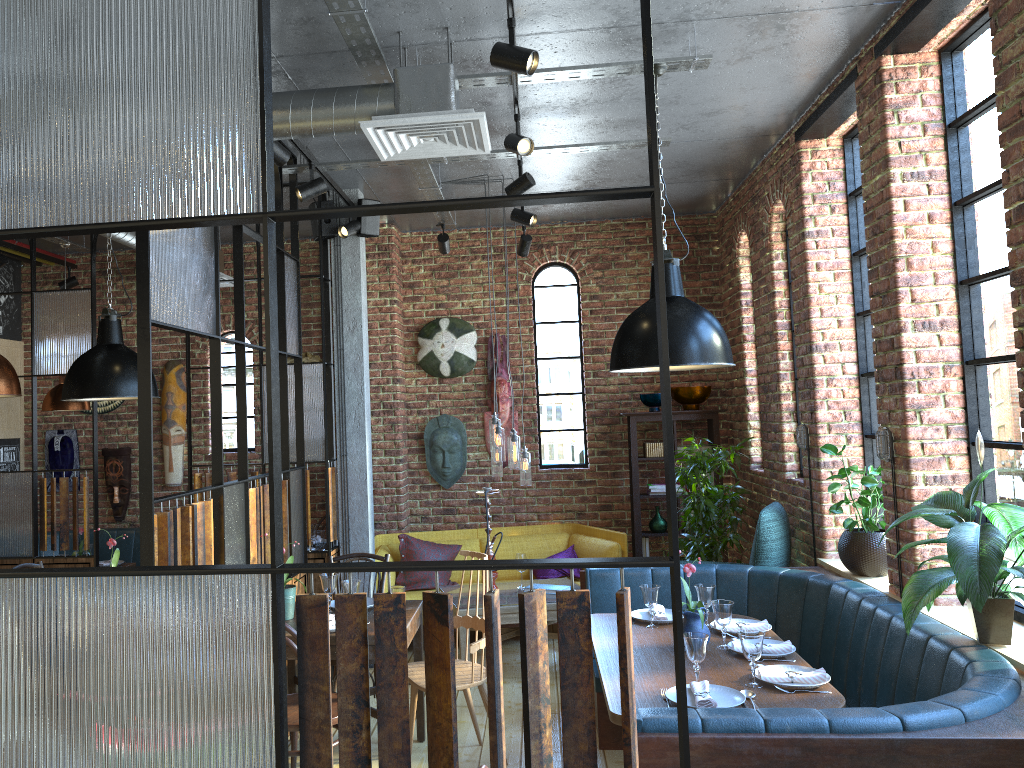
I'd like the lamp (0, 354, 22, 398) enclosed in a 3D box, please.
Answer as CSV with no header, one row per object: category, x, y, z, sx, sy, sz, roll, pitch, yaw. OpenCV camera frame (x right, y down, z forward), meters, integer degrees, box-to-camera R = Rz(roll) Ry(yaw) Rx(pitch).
lamp,-2.312,-0.610,3.789,0.356,1.337,0.380,-1,-4,-23

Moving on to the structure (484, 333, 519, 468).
structure,-0.099,0.144,7.503,0.216,1.148,0.237,1,-5,-40

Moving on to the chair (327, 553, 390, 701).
chair,-0.861,1.435,4.880,0.405,0.917,0.521,-2,-3,-2

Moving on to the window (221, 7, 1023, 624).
window,1.006,-0.183,4.982,3.299,2.433,8.871,-1,-3,-31

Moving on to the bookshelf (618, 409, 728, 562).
bookshelf,1.325,1.053,7.076,0.825,1.671,0.313,-3,-4,6

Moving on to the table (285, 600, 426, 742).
table,-0.841,1.514,4.342,0.757,0.728,0.743,-3,-3,4

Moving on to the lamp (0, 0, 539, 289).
lamp,-3.025,-1.098,4.252,6.320,0.274,7.156,-2,-2,4

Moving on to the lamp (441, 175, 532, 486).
lamp,-0.179,-0.361,6.075,0.523,2.123,0.277,-4,-4,29

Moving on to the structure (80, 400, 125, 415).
structure,-3.746,-0.033,7.925,0.667,0.620,0.078,-3,-4,5

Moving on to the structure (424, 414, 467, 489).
structure,-0.564,0.573,7.480,0.371,0.641,0.102,-3,-4,7

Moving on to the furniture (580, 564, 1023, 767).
furniture,1.052,1.369,3.642,1.376,0.823,2.587,-2,-2,3

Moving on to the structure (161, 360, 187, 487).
structure,-3.003,0.343,7.797,0.234,1.122,0.092,-3,-4,6

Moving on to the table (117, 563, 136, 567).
table,-3.431,1.760,6.837,0.751,0.604,0.736,-2,-3,4

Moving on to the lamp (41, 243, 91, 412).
lamp,-3.544,-0.454,6.999,0.367,1.337,0.369,-2,-4,-3

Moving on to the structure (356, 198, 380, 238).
structure,-1.017,-1.150,6.122,0.193,0.268,0.158,-5,-4,44

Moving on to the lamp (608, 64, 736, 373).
lamp,0.655,-0.726,3.831,0.547,1.328,0.511,-4,-4,22

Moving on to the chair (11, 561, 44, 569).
chair,-2.640,1.511,5.136,0.530,0.917,0.398,-3,-3,9

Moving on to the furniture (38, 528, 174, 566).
furniture,-3.679,1.667,7.095,1.456,0.823,1.476,-2,-2,4

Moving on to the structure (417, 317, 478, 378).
structure,-0.557,-0.310,7.533,0.536,0.522,0.145,-3,-4,6

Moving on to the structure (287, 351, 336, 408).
structure,-1.821,0.075,7.669,0.595,0.728,0.125,-3,-4,6

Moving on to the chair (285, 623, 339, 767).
chair,-0.936,1.401,3.798,0.455,0.922,0.528,-4,-4,26

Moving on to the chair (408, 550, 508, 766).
chair,-0.308,1.359,4.350,0.435,1.007,0.553,-1,-4,-25

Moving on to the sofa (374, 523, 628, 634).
sofa,-0.177,1.556,6.854,1.963,0.764,0.801,-2,-3,-10

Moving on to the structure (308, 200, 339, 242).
structure,-1.321,-1.138,6.160,0.178,0.268,0.171,-1,-3,-23

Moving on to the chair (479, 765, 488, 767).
chair,-0.313,1.314,1.959,0.568,0.922,0.423,-4,-4,21

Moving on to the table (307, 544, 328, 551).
table,-1.599,1.624,6.715,0.757,0.728,0.743,-3,-3,4

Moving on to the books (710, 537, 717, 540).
books,1.593,1.340,7.038,0.085,0.273,0.188,-3,-3,2

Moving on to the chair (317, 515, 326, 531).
chair,-1.554,1.544,7.313,0.455,0.922,0.528,-4,-4,26

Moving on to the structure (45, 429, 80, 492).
structure,-4.051,0.690,7.909,0.327,0.560,0.113,-3,-4,6

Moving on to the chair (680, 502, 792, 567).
chair,1.189,1.289,5.447,1.073,1.099,0.775,-4,-3,28

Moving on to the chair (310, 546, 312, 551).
chair,-1.550,1.468,6.154,0.529,1.007,0.456,-2,-3,-9

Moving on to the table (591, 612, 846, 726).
table,0.782,1.463,3.677,0.829,0.662,1.525,-2,-2,3

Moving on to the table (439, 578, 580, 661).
table,0.040,1.643,5.873,0.922,0.509,0.761,-2,-3,-10

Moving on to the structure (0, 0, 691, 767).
structure,-3.380,0.296,3.926,5.929,3.332,5.942,-2,-2,-12

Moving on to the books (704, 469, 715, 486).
books,1.568,0.746,7.074,0.080,0.258,0.176,-3,-3,2

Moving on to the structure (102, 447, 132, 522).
structure,-3.504,0.894,7.818,0.263,0.656,0.158,-3,-4,5

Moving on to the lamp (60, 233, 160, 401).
lamp,-2.278,-0.575,4.987,0.544,1.328,0.514,-3,-4,17

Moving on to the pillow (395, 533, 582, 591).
pillow,-0.200,1.358,6.904,1.481,0.454,0.403,-2,-3,-6
